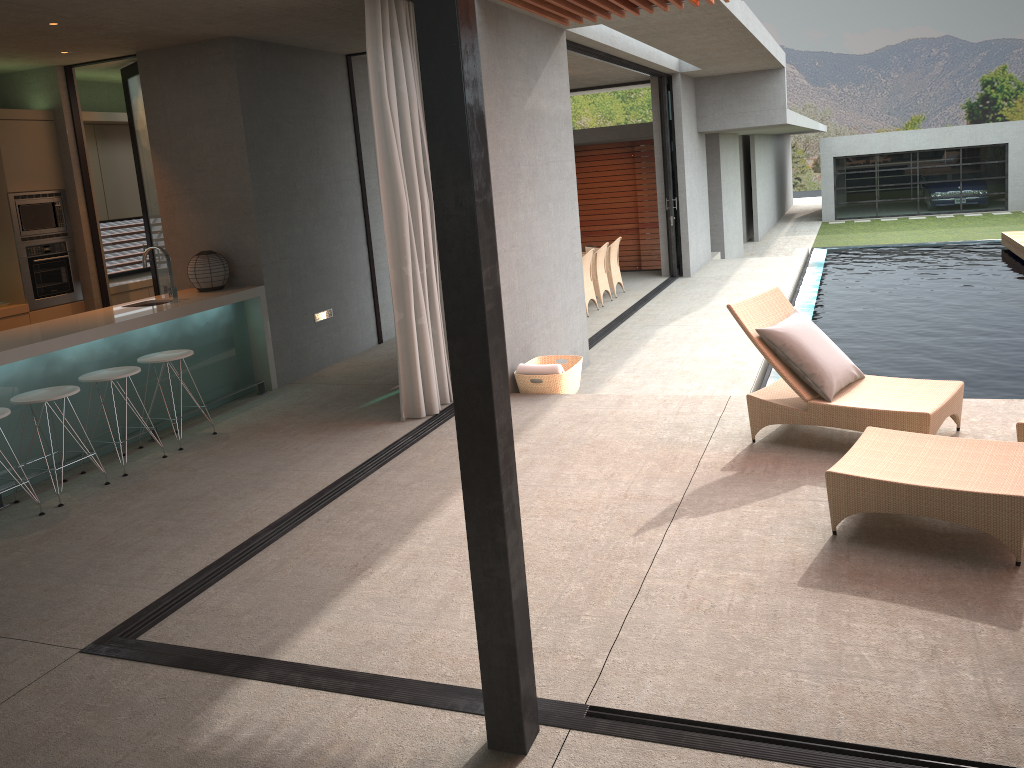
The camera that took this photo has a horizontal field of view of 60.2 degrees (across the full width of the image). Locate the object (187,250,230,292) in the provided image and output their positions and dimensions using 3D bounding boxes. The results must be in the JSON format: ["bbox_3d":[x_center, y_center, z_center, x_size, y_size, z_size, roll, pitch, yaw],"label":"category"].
[{"bbox_3d":[-2.561,-0.957,7.460,0.339,0.330,0.345,-2,12,13],"label":"object"}]

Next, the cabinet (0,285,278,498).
[{"bbox_3d":[-3.164,0.125,5.828,0.800,0.886,4.189,-1,14,21],"label":"cabinet"}]

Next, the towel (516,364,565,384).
[{"bbox_3d":[0.255,-0.025,6.926,0.369,0.307,0.314,0,13,22],"label":"towel"}]

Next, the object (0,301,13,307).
[{"bbox_3d":[-4.471,-0.672,7.606,0.310,0.034,0.314,-7,14,-9],"label":"object"}]

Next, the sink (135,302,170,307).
[{"bbox_3d":[-2.823,-0.548,6.965,0.374,0.133,0.380,0,14,21],"label":"sink"}]

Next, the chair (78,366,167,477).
[{"bbox_3d":[-2.569,0.231,5.754,0.382,0.615,0.388,-1,11,21],"label":"chair"}]

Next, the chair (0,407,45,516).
[{"bbox_3d":[-2.913,0.482,4.857,0.382,0.615,0.388,-1,11,21],"label":"chair"}]

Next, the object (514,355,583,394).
[{"bbox_3d":[0.309,-0.007,7.075,0.445,0.296,0.691,0,14,21],"label":"object"}]

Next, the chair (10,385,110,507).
[{"bbox_3d":[-2.743,0.359,5.297,0.382,0.615,0.388,-1,11,21],"label":"chair"}]

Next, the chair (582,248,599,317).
[{"bbox_3d":[0.804,-1.350,11.705,0.629,0.851,0.627,-1,12,21],"label":"chair"}]

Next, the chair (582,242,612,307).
[{"bbox_3d":[1.066,-1.540,12.383,0.629,0.851,0.627,-1,12,21],"label":"chair"}]

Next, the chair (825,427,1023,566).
[{"bbox_3d":[2.491,0.266,3.465,2.299,0.816,0.709,5,15,36],"label":"chair"}]

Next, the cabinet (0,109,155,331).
[{"bbox_3d":[-4.293,-0.795,6.523,1.964,2.529,7.593,-1,14,21],"label":"cabinet"}]

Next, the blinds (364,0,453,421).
[{"bbox_3d":[-0.689,-1.267,6.398,0.229,2.895,0.898,-2,10,18],"label":"blinds"}]

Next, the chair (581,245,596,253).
[{"bbox_3d":[1.424,-2.414,18.249,0.636,0.851,0.621,-14,14,-37],"label":"chair"}]

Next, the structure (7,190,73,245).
[{"bbox_3d":[-4.392,-1.491,7.938,0.459,0.431,0.606,0,13,21],"label":"structure"}]

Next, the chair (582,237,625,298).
[{"bbox_3d":[1.327,-1.729,13.062,0.629,0.851,0.627,-1,12,21],"label":"chair"}]

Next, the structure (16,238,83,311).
[{"bbox_3d":[-4.331,-0.997,8.012,0.497,0.572,0.606,-1,12,21],"label":"structure"}]

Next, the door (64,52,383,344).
[{"bbox_3d":[-2.051,0.505,2.680,5.777,4.410,15.554,-6,13,-5],"label":"door"}]

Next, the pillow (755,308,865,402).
[{"bbox_3d":[1.780,-0.181,5.252,0.428,0.421,0.616,4,15,39],"label":"pillow"}]

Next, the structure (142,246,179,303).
[{"bbox_3d":[-2.754,-0.846,6.857,0.258,0.435,0.098,-1,10,22],"label":"structure"}]

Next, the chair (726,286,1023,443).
[{"bbox_3d":[2.376,-0.046,4.775,2.301,0.816,0.709,6,16,40],"label":"chair"}]

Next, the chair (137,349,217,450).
[{"bbox_3d":[-2.392,0.102,6.218,0.382,0.615,0.388,-1,11,21],"label":"chair"}]
